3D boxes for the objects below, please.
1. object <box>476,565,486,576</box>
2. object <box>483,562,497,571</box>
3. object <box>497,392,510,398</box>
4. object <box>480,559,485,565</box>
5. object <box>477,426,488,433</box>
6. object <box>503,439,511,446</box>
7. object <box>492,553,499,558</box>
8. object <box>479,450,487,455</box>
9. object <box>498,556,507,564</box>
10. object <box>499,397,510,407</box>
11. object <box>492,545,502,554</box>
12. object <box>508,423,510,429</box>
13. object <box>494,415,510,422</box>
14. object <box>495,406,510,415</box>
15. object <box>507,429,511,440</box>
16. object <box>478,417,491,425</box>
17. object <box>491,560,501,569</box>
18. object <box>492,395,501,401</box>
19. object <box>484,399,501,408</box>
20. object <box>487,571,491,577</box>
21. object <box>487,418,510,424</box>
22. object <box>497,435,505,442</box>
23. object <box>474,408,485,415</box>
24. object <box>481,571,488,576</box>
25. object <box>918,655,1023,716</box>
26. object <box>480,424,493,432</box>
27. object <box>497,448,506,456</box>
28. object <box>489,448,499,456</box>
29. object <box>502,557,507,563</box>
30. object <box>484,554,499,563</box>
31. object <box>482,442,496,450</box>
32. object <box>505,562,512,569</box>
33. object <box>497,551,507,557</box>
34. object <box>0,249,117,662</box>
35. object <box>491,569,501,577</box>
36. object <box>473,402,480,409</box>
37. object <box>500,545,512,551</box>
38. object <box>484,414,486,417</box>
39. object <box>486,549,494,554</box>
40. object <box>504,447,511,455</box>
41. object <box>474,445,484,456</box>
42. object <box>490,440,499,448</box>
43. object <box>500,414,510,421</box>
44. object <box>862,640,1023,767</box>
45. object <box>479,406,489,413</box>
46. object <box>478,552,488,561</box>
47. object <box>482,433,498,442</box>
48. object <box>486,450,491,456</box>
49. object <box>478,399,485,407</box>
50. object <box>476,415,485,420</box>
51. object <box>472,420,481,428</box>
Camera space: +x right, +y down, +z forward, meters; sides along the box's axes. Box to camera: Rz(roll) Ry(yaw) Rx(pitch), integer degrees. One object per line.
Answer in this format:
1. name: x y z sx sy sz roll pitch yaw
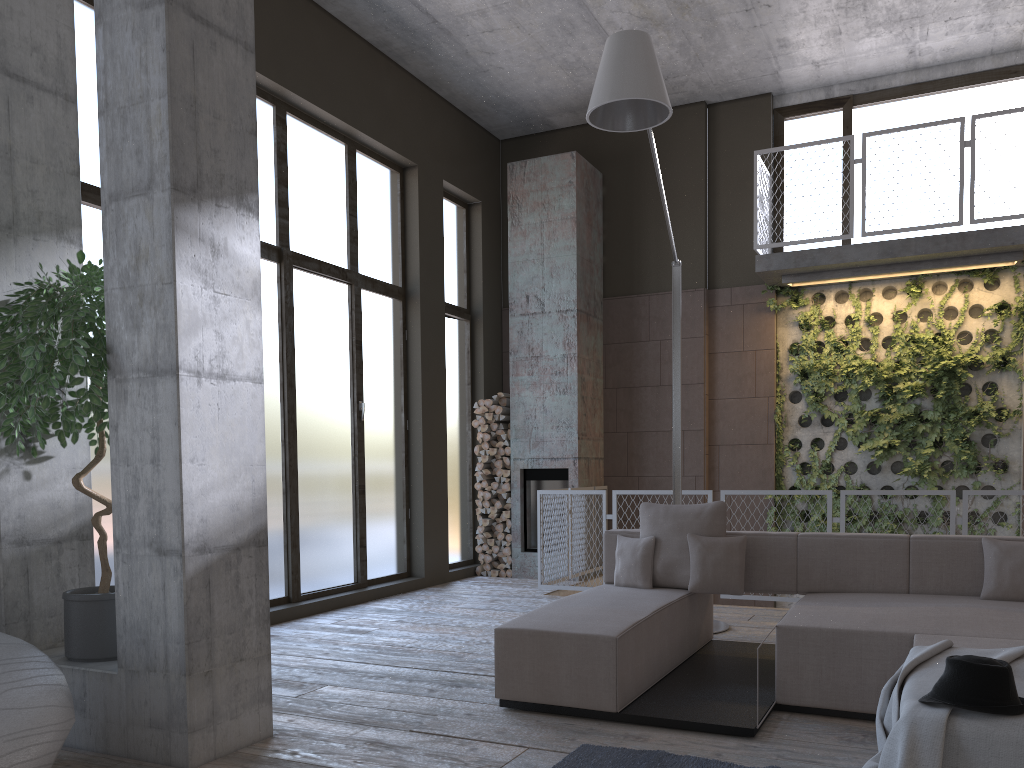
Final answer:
1. object: -0.309 2.142 10.135 0.064 0.125 0.364 0 -4 24
2. object: -0.194 2.090 10.124 0.092 0.093 0.438 -1 -5 25
3. object: -0.056 0.136 9.941 0.087 0.056 0.333 -2 -5 25
4. object: -0.292 2.023 10.041 0.045 0.073 0.251 0 -4 25
5. object: -0.275 0.524 10.017 0.067 0.067 0.423 -1 -5 25
6. object: 0.020 0.670 9.935 0.071 0.072 0.423 -1 -5 25
7. object: -0.123 1.948 10.061 0.064 0.074 0.360 -1 -5 24
8. object: -0.251 0.792 10.068 0.067 0.067 0.423 -1 -5 25
9. object: -0.046 2.014 10.115 0.104 0.102 0.292 -1 -4 25
10. object: -0.040 0.216 9.972 0.099 0.108 0.294 -1 -4 26
11. object: -0.094 1.876 10.036 0.091 0.089 0.456 -1 -5 24
12. object: 0.066 0.477 9.979 0.100 0.102 0.293 -1 -4 27
13. object: -0.087 0.391 9.929 0.067 0.066 0.423 -1 -5 25
14. object: -0.055 0.308 9.902 0.093 0.093 0.438 -1 -5 25
15. object: 0.052 0.575 9.914 0.063 0.126 0.364 0 -4 24
16. object: -0.242 0.433 9.987 0.091 0.089 0.456 -1 -5 25
17. object: -0.113 2.072 10.112 0.101 0.086 0.363 -2 -5 25
18. object: -0.122 0.175 9.946 0.065 0.073 0.360 -1 -5 24
19. object: -0.200 0.231 9.901 0.104 0.103 0.292 -1 -4 25
20. object: -0.162 2.168 10.106 0.067 0.067 0.423 -1 -5 25
21. object: -0.139 0.435 9.971 0.115 0.079 0.436 -2 -5 25
22. object: -0.062 0.636 10.042 0.104 0.102 0.292 -1 -4 25
23. object: -0.296 0.324 10.043 0.122 0.068 0.364 -2 -5 27
24. object: -0.235 2.170 10.141 0.067 0.067 0.423 -1 -5 25
25. object: 1.414 0.916 2.688 0.302 0.169 0.299 -1 -4 13
26. object: -0.208 0.510 9.982 0.093 0.083 0.480 -1 -5 25
27. object: -0.027 0.772 9.978 0.091 0.089 0.456 -1 -5 25
28. object: -0.111 0.775 9.998 0.093 0.083 0.480 -1 -5 25
29. object: 0.005 1.994 10.012 0.067 0.085 0.425 -1 -5 23
30. object: -0.207 1.983 10.041 0.098 0.107 0.294 -1 -4 27
31. object: -0.210 0.712 10.051 0.092 0.093 0.438 -1 -5 25
32. object: 0.036 2.049 10.008 0.071 0.072 0.423 -1 -5 25
33. object: -0.033 1.929 10.013 0.122 0.068 0.364 -2 -5 27
34. object: -1.965 0.336 4.015 1.000 1.870 0.965 -1 1 -8
35. object: -0.095 2.153 10.071 0.093 0.083 0.480 -1 -5 25
36. object: -0.316 0.252 10.018 0.067 0.069 0.423 -1 -5 25
37. object: -0.019 1.864 10.032 0.067 0.071 0.423 -1 -5 25
38. object: -0.199 0.369 10.078 0.071 0.071 0.423 -1 -5 25
39. object: -0.189 1.909 10.062 0.089 0.057 0.333 -2 -5 25
40. object: 0.050 0.759 9.936 0.091 0.092 0.438 -1 -5 25
41. object: -0.325 0.764 10.062 0.064 0.125 0.364 0 -4 24
42. object: -0.128 0.694 10.039 0.101 0.086 0.363 -2 -5 25
43. object: -0.014 0.386 9.894 0.066 0.067 0.423 -1 -5 25
44. object: 1.504 1.197 2.848 1.046 0.503 1.597 -4 -6 44
45. object: -0.223 0.305 9.965 0.113 0.080 0.436 -2 -5 25
46. object: -0.273 1.982 10.122 0.101 0.103 0.293 -1 -4 27
47. object: -0.222 0.605 9.968 0.098 0.107 0.294 -1 -4 27
48. object: -0.178 0.789 10.033 0.067 0.067 0.423 -1 -5 25
49. object: -0.246 0.236 10.016 0.091 0.090 0.456 -1 -5 24
50. object: -0.289 0.395 10.030 0.066 0.086 0.426 -1 -5 23
51. object: -0.318 0.463 10.030 0.091 0.092 0.438 -1 -5 25
